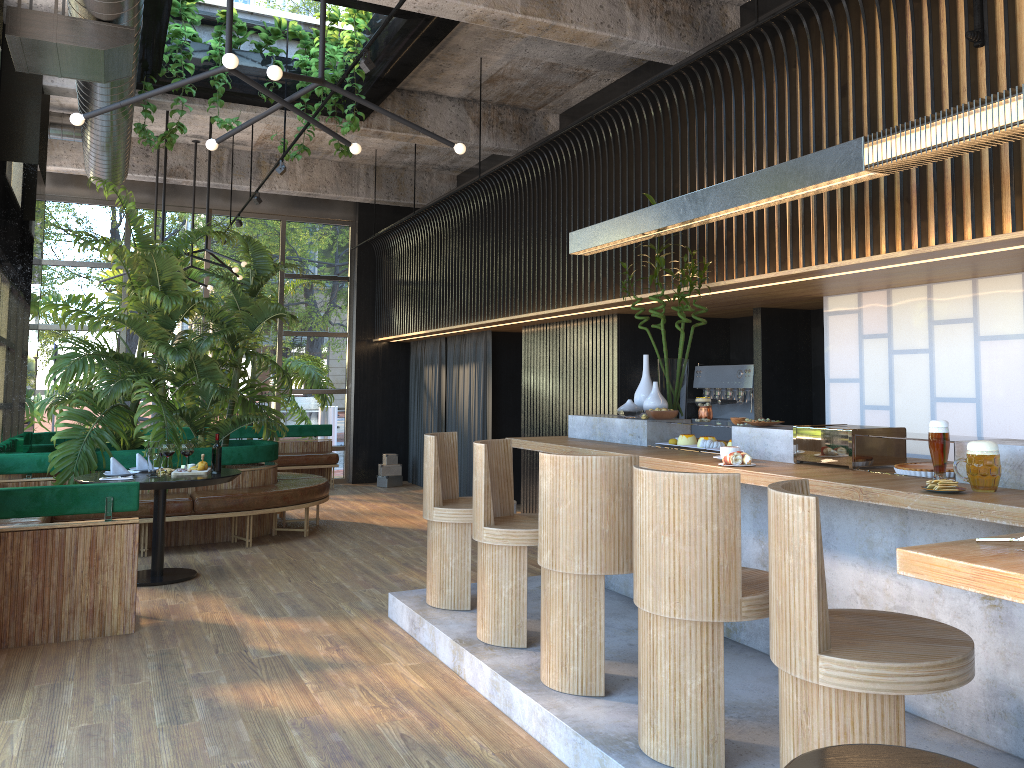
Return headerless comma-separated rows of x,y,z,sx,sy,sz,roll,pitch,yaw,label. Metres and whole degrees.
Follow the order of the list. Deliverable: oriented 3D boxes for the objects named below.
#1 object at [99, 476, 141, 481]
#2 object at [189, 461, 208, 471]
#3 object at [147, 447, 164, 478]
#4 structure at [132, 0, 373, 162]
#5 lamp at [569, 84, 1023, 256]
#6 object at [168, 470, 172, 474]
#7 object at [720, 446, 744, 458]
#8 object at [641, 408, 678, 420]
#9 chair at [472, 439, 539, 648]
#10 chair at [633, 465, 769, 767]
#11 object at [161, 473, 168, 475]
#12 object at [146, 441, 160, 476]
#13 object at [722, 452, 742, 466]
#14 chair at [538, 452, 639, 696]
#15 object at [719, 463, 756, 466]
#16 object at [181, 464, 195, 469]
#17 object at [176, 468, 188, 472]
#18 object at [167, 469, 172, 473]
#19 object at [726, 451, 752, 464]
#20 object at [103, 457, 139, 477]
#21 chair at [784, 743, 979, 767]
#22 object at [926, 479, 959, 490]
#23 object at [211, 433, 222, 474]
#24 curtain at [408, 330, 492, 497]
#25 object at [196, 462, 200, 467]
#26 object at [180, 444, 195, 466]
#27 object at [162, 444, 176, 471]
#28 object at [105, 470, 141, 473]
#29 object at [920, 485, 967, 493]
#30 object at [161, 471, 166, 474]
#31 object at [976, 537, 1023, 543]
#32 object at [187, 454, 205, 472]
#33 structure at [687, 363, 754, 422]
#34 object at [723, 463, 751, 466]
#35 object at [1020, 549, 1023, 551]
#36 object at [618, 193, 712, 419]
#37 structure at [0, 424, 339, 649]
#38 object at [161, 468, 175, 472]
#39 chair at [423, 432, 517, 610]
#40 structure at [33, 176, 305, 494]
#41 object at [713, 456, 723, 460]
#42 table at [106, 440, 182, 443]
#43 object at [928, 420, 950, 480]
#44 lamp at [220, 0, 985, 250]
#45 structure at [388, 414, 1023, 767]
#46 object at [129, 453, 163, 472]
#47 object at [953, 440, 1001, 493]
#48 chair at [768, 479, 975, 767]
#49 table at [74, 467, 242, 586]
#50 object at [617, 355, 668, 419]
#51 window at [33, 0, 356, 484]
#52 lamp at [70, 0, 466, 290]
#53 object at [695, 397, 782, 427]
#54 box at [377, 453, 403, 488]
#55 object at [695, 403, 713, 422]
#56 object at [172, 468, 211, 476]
-2.737,0.654,6.200,0.265,0.019,0.151,0,0,-26,object
-2.343,0.611,6.647,0.162,0.064,0.099,0,-1,34,object
-2.533,0.558,6.300,0.104,0.210,0.106,0,-4,9,object
-2.159,-2.679,7.939,2.167,1.523,1.410,0,-2,3,structure
2.912,-1.971,4.028,5.182,2.141,6.447,0,-1,-31,lamp
-2.521,0.647,6.542,0.033,0.031,0.038,0,-2,0,object
1.049,0.325,4.195,0.106,0.064,0.138,-1,-1,44,object
0.869,0.175,5.264,0.197,0.073,0.222,0,0,-6,object
0.073,0.782,4.531,0.521,0.973,0.571,-3,-4,39,chair
0.708,0.782,3.168,0.528,0.973,0.564,-1,-4,24,chair
-2.539,0.657,6.489,0.064,0.013,0.142,0,0,-31,object
-2.607,0.540,6.445,0.097,0.246,0.088,4,-5,-43,object
0.976,0.331,3.942,0.063,0.059,0.071,2,-2,-35,object
0.386,0.782,3.883,0.551,0.973,0.541,0,-3,-2,chair
1.006,0.360,3.967,0.171,0.005,0.162,0,0,-14,object
-2.410,0.625,6.722,0.200,0.038,0.061,0,-1,7,object
-2.440,0.637,6.597,0.105,0.013,0.213,0,0,-20,object
-2.557,0.647,6.622,0.034,0.032,0.036,1,-2,-28,object
1.018,0.331,3.980,0.125,0.060,0.072,0,-2,33,object
-2.828,0.599,6.435,0.243,0.139,0.221,1,-2,-42,object
0.678,1.064,1.535,0.536,0.699,0.491,2,-3,-30,chair
1.456,0.342,2.996,0.096,0.041,0.142,0,0,9,object
-2.191,0.513,6.589,0.069,0.300,0.067,1,-4,-10,object
-0.869,0.379,11.495,0.126,2.067,3.138,2,-2,-24,curtain
-2.396,0.627,6.834,0.060,0.072,0.202,2,-2,-35,object
-2.498,0.562,6.824,0.107,0.202,0.097,3,-5,-37,object
-2.635,0.562,6.799,0.107,0.202,0.097,3,-5,-37,object
-2.928,0.653,6.649,0.246,0.019,0.162,0,0,24,object
1.454,0.357,2.992,0.143,0.013,0.156,0,0,36,object
-2.583,0.653,6.577,0.034,0.019,0.036,0,-1,-13,object
1.111,0.349,1.989,0.129,0.027,0.030,0,-2,41,object
-2.332,0.582,6.557,0.145,0.124,0.095,2,-3,-44,object
1.879,0.611,7.571,0.571,1.601,0.803,2,-4,-25,structure
1.007,0.358,3.963,0.120,0.005,0.122,0,0,13,object
1.146,0.326,1.794,0.180,0.073,0.420,0,0,11,object
1.001,-0.413,5.617,0.661,1.556,0.592,-1,-4,13,object
0.739,0.641,3.509,6.270,1.554,19.278,0,0,-25,structure
-2.587,0.649,6.675,0.101,0.028,0.124,0,0,-11,object
-0.248,0.782,5.239,0.562,0.974,0.530,1,-4,-16,chair
-3.350,-0.248,8.715,2.538,3.451,2.542,3,-4,-41,structure
1.029,0.353,4.184,0.167,0.020,0.153,0,0,-29,object
-4.149,1.039,9.941,1.046,0.754,1.150,-1,-2,44,table
1.561,0.247,3.244,0.074,0.233,0.075,0,-4,7,object
-1.777,-2.278,7.320,3.939,1.537,9.614,0,0,-28,lamp
3.305,0.549,3.882,6.072,1.737,6.831,0,0,-26,structure
-2.798,0.599,6.800,0.243,0.139,0.221,1,-2,-42,object
1.592,0.277,3.021,0.115,0.172,0.131,2,-3,-32,object
1.001,0.782,2.488,0.530,0.973,0.561,-1,-4,21,chair
-2.579,1.039,6.489,1.052,0.754,1.144,-1,-2,33,table
0.836,0.014,5.519,0.309,0.399,0.325,-1,-3,23,object
-0.266,-1.840,3.166,4.305,6.521,19.512,2,-1,-24,window
0.856,-2.118,4.030,5.289,1.830,18.117,0,0,-25,lamp
1.141,0.144,4.731,0.217,0.135,0.775,1,0,-18,object
-1.687,1.191,12.281,0.346,0.444,0.267,2,-4,-37,box
1.072,0.158,4.970,0.087,0.107,0.158,-1,-2,21,object
-2.389,0.653,6.625,0.245,0.019,0.343,0,0,-15,object
